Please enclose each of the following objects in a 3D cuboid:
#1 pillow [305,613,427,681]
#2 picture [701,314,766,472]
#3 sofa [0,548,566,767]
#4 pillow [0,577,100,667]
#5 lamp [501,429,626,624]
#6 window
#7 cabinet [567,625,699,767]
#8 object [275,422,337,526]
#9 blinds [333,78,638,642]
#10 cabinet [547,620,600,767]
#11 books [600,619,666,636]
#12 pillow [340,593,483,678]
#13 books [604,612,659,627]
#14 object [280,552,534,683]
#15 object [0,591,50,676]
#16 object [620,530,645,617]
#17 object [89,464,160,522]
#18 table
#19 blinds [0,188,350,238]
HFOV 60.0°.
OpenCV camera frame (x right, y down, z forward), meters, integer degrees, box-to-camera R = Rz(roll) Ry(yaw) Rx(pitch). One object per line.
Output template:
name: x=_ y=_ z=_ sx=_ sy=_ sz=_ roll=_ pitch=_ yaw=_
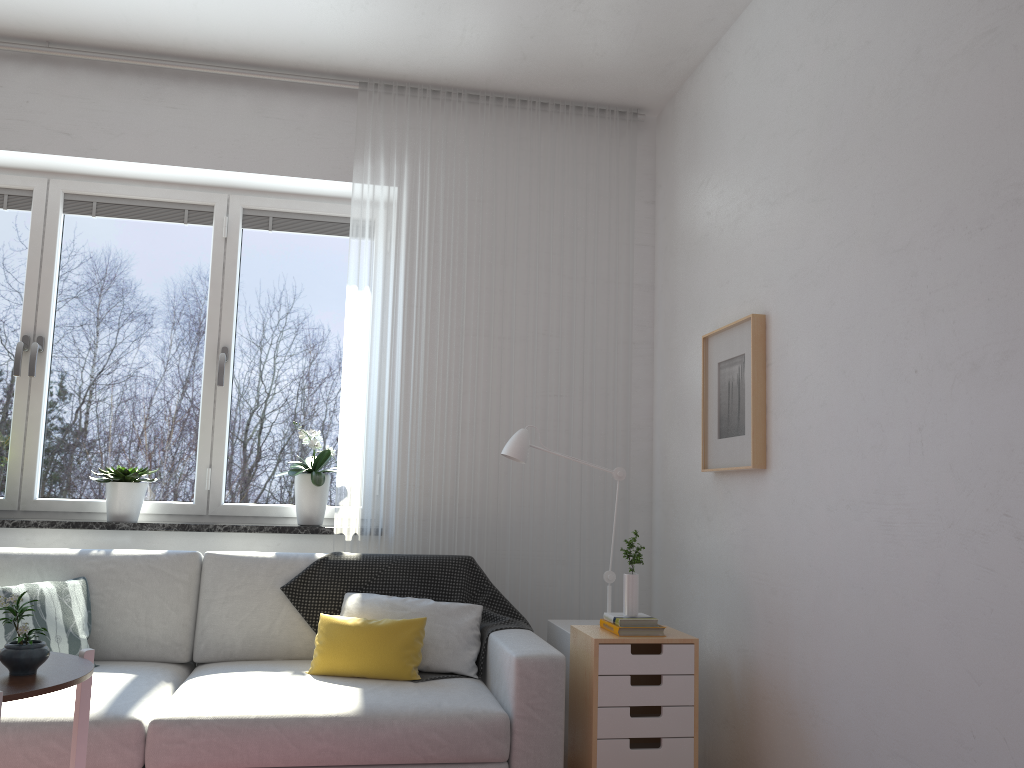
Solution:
pillow: x=-0.492 y=0.894 z=3.033 sx=0.401 sy=0.194 sz=0.211 roll=1 pitch=-7 yaw=7
picture: x=0.790 y=0.049 z=3.188 sx=0.050 sy=0.523 sz=0.432 roll=3 pitch=-7 yaw=-10
sofa: x=-1.122 y=1.009 z=2.975 sx=2.462 sy=0.841 sz=1.006 roll=3 pitch=-7 yaw=-10
pillow: x=-1.641 y=0.807 z=2.968 sx=0.470 sy=0.288 sz=0.310 roll=8 pitch=-9 yaw=-39
lamp: x=-1.394 y=0.629 z=2.081 sx=4.597 sy=1.344 sz=0.332 roll=8 pitch=-9 yaw=-41
window: x=-2.054 y=-0.186 z=3.805 sx=3.020 sy=1.507 sz=0.151 roll=3 pitch=-7 yaw=-10
cabinet: x=0.393 y=1.148 z=2.933 sx=0.349 sy=0.642 sz=0.302 roll=3 pitch=-7 yaw=-10
object: x=-0.887 y=0.397 z=3.895 sx=0.286 sy=0.443 sz=0.341 roll=4 pitch=-7 yaw=-22
blinds: x=-0.091 y=0.121 z=3.861 sx=1.292 sy=2.881 sz=0.055 roll=3 pitch=-7 yaw=-10
cabinet: x=0.366 y=1.223 z=3.346 sx=0.400 sy=0.599 sz=0.401 roll=3 pitch=-7 yaw=-10
books: x=0.402 y=0.815 z=2.970 sx=0.164 sy=0.028 sz=0.211 roll=3 pitch=-8 yaw=-10
pillow: x=-0.375 y=0.904 z=3.209 sx=0.532 sy=0.259 sz=0.301 roll=1 pitch=-7 yaw=3
books: x=0.397 y=0.788 z=2.970 sx=0.136 sy=0.024 sz=0.175 roll=3 pitch=-8 yaw=-10
object: x=-0.305 y=0.981 z=3.370 sx=0.979 sy=0.647 sz=0.677 roll=8 pitch=-9 yaw=-40
object: x=-1.034 y=0.524 z=1.877 sx=0.109 sy=0.174 sz=0.096 roll=6 pitch=-8 yaw=-32
object: x=0.404 y=0.633 z=2.973 sx=0.081 sy=0.287 sz=0.085 roll=2 pitch=-7 yaw=-4
object: x=-1.618 y=0.453 z=3.695 sx=0.267 sy=0.237 sz=0.284 roll=6 pitch=-8 yaw=-29
table: x=-1.219 y=0.929 z=1.806 sx=0.617 sy=0.686 sz=0.619 roll=3 pitch=-7 yaw=-12
blinds: x=-2.043 y=-0.798 z=3.910 sx=2.845 sy=0.098 sz=0.015 roll=3 pitch=-7 yaw=-10
